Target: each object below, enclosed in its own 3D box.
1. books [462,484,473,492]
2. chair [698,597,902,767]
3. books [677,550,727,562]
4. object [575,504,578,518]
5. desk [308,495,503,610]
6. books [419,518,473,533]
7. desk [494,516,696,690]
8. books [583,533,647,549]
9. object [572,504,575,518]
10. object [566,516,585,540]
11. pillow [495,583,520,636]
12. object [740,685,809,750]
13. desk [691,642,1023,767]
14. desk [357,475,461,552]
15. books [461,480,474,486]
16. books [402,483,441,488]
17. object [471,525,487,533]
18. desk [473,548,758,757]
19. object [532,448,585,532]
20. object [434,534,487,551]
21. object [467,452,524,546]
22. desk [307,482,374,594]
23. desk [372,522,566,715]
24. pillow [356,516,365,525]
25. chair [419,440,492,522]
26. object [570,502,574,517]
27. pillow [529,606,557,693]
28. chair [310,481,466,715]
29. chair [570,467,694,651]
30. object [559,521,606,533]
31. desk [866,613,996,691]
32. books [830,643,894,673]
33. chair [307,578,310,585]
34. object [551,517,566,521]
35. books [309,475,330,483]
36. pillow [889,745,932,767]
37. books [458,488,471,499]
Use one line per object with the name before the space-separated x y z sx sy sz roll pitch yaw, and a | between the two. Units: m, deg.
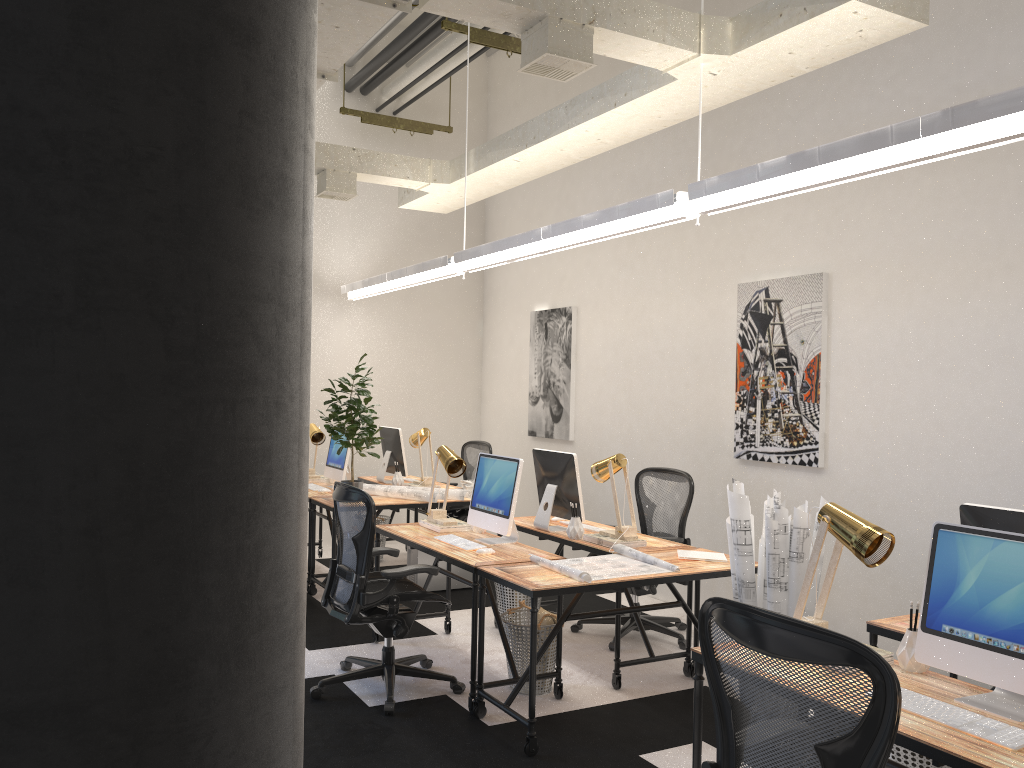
books | -0.280 0.801 6.905 0.193 0.044 0.257 1 0 -12
chair | 0.781 1.062 2.162 0.770 1.086 0.792 1 0 45
books | 0.986 0.894 4.611 0.243 0.019 0.205 1 0 8
object | 0.375 0.788 5.099 0.008 0.207 0.054 1 0 26
desk | -0.769 1.222 6.682 1.401 0.724 0.529 1 0 -29
books | -0.403 0.859 5.406 0.225 0.038 0.308 1 -1 -29
desk | 0.450 1.259 5.398 0.529 0.724 1.400 1 0 -29
books | 0.575 0.876 4.979 0.225 0.038 0.308 1 -1 -29
object | 0.362 0.789 5.096 0.054 0.207 0.008 1 1 -42
object | 0.366 0.830 5.111 0.101 0.127 0.101 1 0 16
pillow | -0.024 1.411 5.672 0.119 0.406 0.239 1 0 -28
object | 1.205 1.440 4.064 0.353 0.398 0.353 1 0 16
desk | 1.153 1.250 2.483 0.529 0.724 1.400 1 0 -29
desk | -0.875 1.228 7.731 0.529 0.724 1.400 1 0 -29
books | -0.293 0.769 6.899 0.153 0.030 0.185 1 -1 -31
books | -0.749 0.846 7.312 0.225 0.038 0.308 1 -1 -29
object | -0.192 0.820 5.274 0.101 0.127 0.101 1 0 16
desk | 0.555 1.253 4.349 1.401 0.724 0.529 1 0 -29
object | 0.258 0.651 5.434 0.190 0.485 0.483 1 0 -29
object | -0.288 0.868 4.864 0.118 0.017 0.439 1 -1 -29
object | -0.077 0.640 4.948 0.190 0.485 0.483 1 0 -29
desk | -1.618 1.209 7.325 0.529 0.724 1.400 1 0 -29
desk | -0.294 1.240 4.993 0.529 0.724 1.400 1 0 -29
pillow | -1.349 1.380 8.004 0.119 0.406 0.239 1 0 -28
chair | -0.495 1.062 8.049 0.770 1.086 0.792 1 0 45
object | 0.354 0.788 5.119 0.054 0.207 0.008 2 1 44
pillow | 0.173 1.407 4.721 0.119 0.406 0.239 1 0 -28
chair | -0.666 1.052 4.672 0.770 1.086 0.792 1 0 45
chair | 0.830 1.093 5.717 0.770 1.086 0.792 1 0 45
object | 0.460 0.889 5.521 0.118 0.017 0.439 1 -1 -29
desk | 1.896 1.269 2.888 0.529 0.724 1.400 1 0 -29
books | 1.044 0.869 2.896 0.225 0.038 0.308 1 -1 -29
chair | -1.991 1.022 7.004 0.770 1.086 0.792 1 0 45
object | 0.307 0.882 5.812 0.106 0.029 0.059 1 0 -28
books | -1.728 0.828 7.738 0.225 0.038 0.308 1 -1 -29
pillow | 1.423 1.421 3.162 0.119 0.406 0.239 1 0 -28
books | -0.294 0.847 6.882 0.200 0.050 0.271 1 -1 -32
